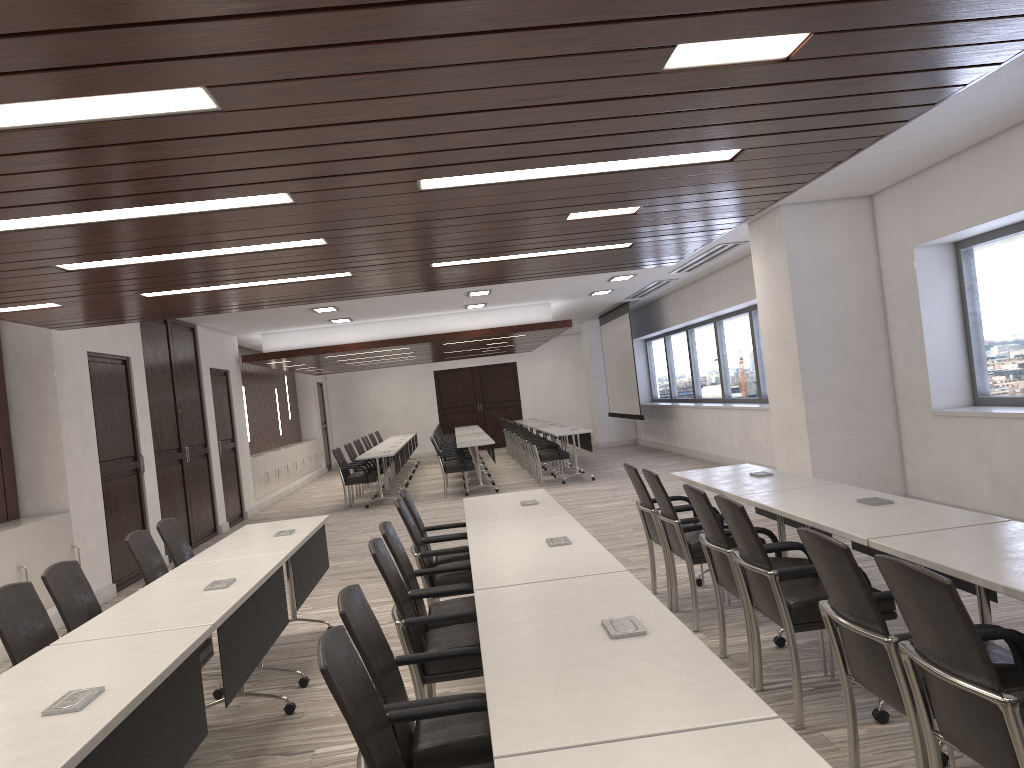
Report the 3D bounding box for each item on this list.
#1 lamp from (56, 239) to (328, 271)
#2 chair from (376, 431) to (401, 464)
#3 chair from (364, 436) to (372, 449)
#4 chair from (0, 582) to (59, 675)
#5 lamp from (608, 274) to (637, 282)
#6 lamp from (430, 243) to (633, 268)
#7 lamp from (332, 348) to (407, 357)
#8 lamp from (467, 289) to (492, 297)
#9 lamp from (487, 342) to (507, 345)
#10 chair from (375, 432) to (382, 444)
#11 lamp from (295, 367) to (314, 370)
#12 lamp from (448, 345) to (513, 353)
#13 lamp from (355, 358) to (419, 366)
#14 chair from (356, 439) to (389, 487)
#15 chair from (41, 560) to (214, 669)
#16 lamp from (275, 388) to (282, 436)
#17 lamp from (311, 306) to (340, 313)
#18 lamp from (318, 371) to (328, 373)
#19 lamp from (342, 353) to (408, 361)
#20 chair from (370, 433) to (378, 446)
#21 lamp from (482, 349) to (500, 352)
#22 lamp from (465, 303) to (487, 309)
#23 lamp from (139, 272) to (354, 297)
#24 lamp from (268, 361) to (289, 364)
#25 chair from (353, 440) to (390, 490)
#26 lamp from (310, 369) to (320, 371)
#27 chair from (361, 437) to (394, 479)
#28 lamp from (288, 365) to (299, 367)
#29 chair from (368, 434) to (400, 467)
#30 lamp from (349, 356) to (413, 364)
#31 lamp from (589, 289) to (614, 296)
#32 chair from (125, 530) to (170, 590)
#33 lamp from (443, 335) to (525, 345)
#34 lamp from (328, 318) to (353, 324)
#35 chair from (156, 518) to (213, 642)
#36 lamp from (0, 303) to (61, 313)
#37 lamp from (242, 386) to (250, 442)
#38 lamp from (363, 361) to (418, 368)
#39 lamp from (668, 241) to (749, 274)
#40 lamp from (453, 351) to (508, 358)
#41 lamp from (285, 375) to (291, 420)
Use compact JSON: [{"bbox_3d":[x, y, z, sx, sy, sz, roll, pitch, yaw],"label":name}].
[{"bbox_3d":[-1.809,-0.760,5.043,1.496,0.045,0.236,-6,-1,-4],"label":"lamp"},{"bbox_3d":[-2.969,1.583,21.819,0.638,0.939,0.513,-7,-1,-4],"label":"chair"},{"bbox_3d":[-2.755,1.528,18.785,0.638,0.939,0.513,-6,-1,-5],"label":"chair"},{"bbox_3d":[-1.719,1.256,3.632,0.638,0.939,0.513,-7,-1,-4],"label":"chair"},{"bbox_3d":[1.550,-1.549,12.540,0.324,0.120,0.519,-6,-1,-4],"label":"lamp"},{"bbox_3d":[0.144,-0.969,6.503,1.496,0.045,0.236,-6,-1,-4],"label":"lamp"},{"bbox_3d":[-2.521,-0.573,15.474,1.496,0.045,0.236,-6,-1,-4],"label":"lamp"},{"bbox_3d":[-0.464,-1.320,12.398,0.324,0.120,0.519,-6,-1,-4],"label":"lamp"},{"bbox_3d":[-0.284,-0.812,17.175,0.421,0.046,0.236,-6,-1,-4],"label":"lamp"},{"bbox_3d":[-2.930,1.574,21.297,0.638,0.939,0.513,-6,-1,-4],"label":"chair"},{"bbox_3d":[-4.248,-0.347,18.219,0.464,0.045,0.236,-6,-1,-4],"label":"lamp"},{"bbox_3d":[-0.674,-0.754,18.471,1.496,0.045,0.236,-6,-1,-4],"label":"lamp"},{"bbox_3d":[-2.791,-0.502,19.424,1.496,0.045,0.236,-6,-1,-4],"label":"lamp"},{"bbox_3d":[-2.658,1.501,17.255,0.638,0.939,0.513,-7,-1,-4],"label":"chair"},{"bbox_3d":[-1.770,1.267,4.150,0.638,0.939,0.513,-6,-1,-5],"label":"chair"},{"bbox_3d":[-5.182,0.617,19.491,0.094,1.058,0.236,-6,-1,-4],"label":"lamp"},{"bbox_3d":[-2.583,-1.079,12.249,0.324,0.120,0.519,-6,-1,-4],"label":"lamp"},{"bbox_3d":[-4.413,-0.304,20.633,0.464,0.045,0.236,-6,-1,-4],"label":"lamp"},{"bbox_3d":[-2.626,-0.545,17.010,1.496,0.045,0.236,-6,-1,-4],"label":"lamp"},{"bbox_3d":[-2.871,1.557,20.304,0.638,0.939,0.513,-7,-1,-4],"label":"chair"},{"bbox_3d":[-0.449,-0.769,19.589,0.421,0.046,0.236,-6,-1,-4],"label":"lamp"},{"bbox_3d":[-0.580,-1.289,14.105,0.324,0.120,0.519,-6,-1,-4],"label":"lamp"},{"bbox_3d":[-1.899,-0.736,6.360,1.496,0.045,0.236,-6,-1,-4],"label":"lamp"},{"bbox_3d":[-4.054,-0.398,15.366,0.464,0.045,0.236,-6,-1,-4],"label":"lamp"},{"bbox_3d":[-2.629,1.493,16.737,0.638,0.939,0.513,-7,-1,-3],"label":"chair"},{"bbox_3d":[-4.323,-0.327,19.317,0.464,0.045,0.236,-6,-1,-4],"label":"lamp"},{"bbox_3d":[-2.736,1.521,18.260,0.638,0.939,0.513,-7,-1,-4],"label":"chair"},{"bbox_3d":[-4.158,-0.371,16.903,0.464,0.045,0.236,-6,-1,-4],"label":"lamp"},{"bbox_3d":[-2.835,1.547,19.780,0.638,0.939,0.513,-6,-1,-5],"label":"chair"},{"bbox_3d":[-2.716,-0.522,18.327,1.496,0.045,0.236,-6,-1,-4],"label":"lamp"},{"bbox_3d":[1.434,-1.519,14.247,0.324,0.120,0.519,-6,-1,-4],"label":"lamp"},{"bbox_3d":[-1.832,1.284,5.149,0.638,0.939,0.513,-6,-1,-5],"label":"chair"},{"bbox_3d":[-0.479,-0.805,15.618,1.496,0.045,0.236,-6,-1,-4],"label":"lamp"},{"bbox_3d":[-2.699,-1.048,13.956,0.324,0.120,0.519,-6,-1,-4],"label":"lamp"},{"bbox_3d":[-1.869,1.294,5.678,0.638,0.939,0.513,-6,-1,-4],"label":"chair"},{"bbox_3d":[-3.431,-0.562,6.252,0.464,0.045,0.236,-6,-1,-4],"label":"lamp"},{"bbox_3d":[-4.973,0.562,16.419,0.094,1.058,0.236,-6,-1,-4],"label":"lamp"},{"bbox_3d":[-2.881,-0.478,20.741,1.496,0.045,0.236,-6,-1,-4],"label":"lamp"},{"bbox_3d":[1.706,-1.400,6.778,1.499,0.552,12.001,-7,-1,13],"label":"lamp"},{"bbox_3d":[-0.838,-0.711,20.885,1.496,0.045,0.236,-6,-1,-4],"label":"lamp"},{"bbox_3d":[-5.309,0.324,20.811,0.094,1.058,0.236,-6,-1,-4],"label":"lamp"}]
